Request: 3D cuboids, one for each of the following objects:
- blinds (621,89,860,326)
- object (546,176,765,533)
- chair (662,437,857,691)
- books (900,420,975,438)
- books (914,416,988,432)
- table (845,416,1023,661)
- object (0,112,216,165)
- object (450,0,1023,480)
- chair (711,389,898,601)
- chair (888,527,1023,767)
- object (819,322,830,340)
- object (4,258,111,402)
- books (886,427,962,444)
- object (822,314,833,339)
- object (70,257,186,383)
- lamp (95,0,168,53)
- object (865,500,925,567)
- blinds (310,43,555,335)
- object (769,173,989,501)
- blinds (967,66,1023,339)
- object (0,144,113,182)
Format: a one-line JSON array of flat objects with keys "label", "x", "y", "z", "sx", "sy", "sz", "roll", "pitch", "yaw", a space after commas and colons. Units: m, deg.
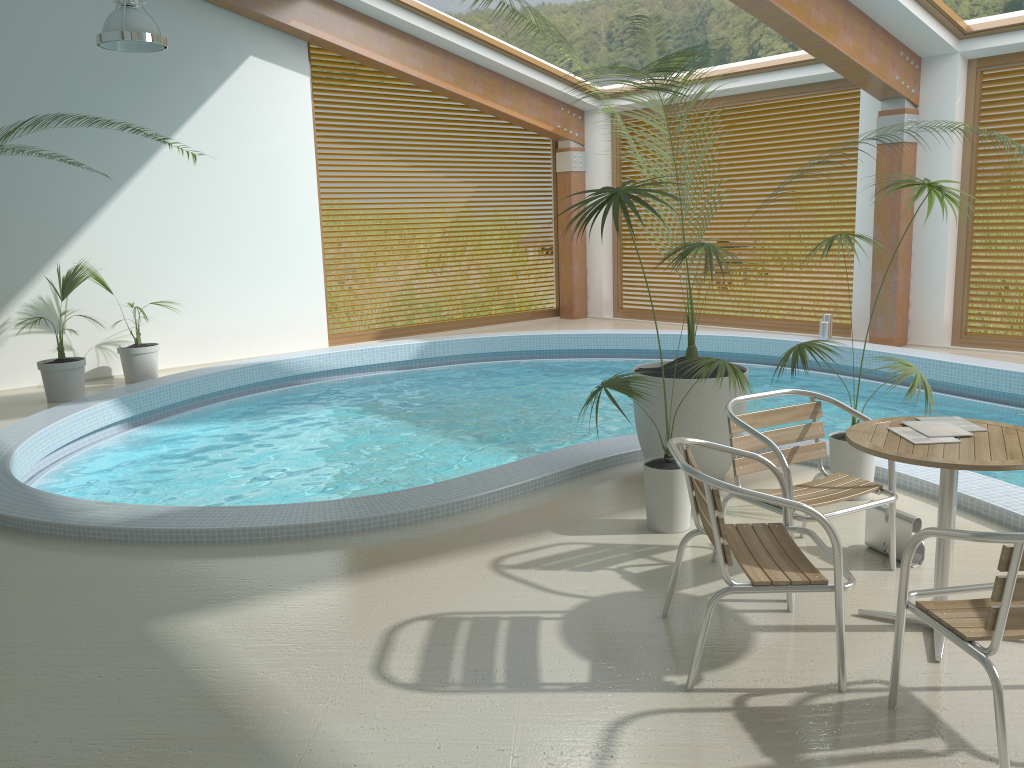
[{"label": "blinds", "x": 2.990, "y": -2.271, "z": 11.959, "sx": 0.095, "sy": 2.921, "sz": 4.200, "roll": -11, "pitch": 14, "yaw": -40}, {"label": "object", "x": 0.707, "y": -0.108, "z": 4.189, "sx": 1.059, "sy": 1.695, "sz": 0.791, "roll": -3, "pitch": 11, "yaw": -5}, {"label": "chair", "x": 0.840, "y": 0.577, "z": 3.091, "sx": 0.563, "sy": 0.727, "sz": 0.618, "roll": -2, "pitch": 11, "yaw": 2}, {"label": "books", "x": 1.553, "y": 0.163, "z": 3.245, "sx": 0.166, "sy": 0.004, "sz": 0.241, "roll": -2, "pitch": 11, "yaw": 1}, {"label": "books", "x": 1.642, "y": 0.150, "z": 3.320, "sx": 0.166, "sy": 0.004, "sz": 0.241, "roll": -2, "pitch": 11, "yaw": 1}, {"label": "table", "x": 1.563, "y": 0.545, "z": 3.196, "sx": 0.700, "sy": 0.720, "sz": 0.700, "roll": -6, "pitch": 11, "yaw": -21}, {"label": "object", "x": -3.433, "y": -0.715, "z": 4.696, "sx": 2.979, "sy": 2.960, "sz": 2.729, "roll": 1, "pitch": 11, "yaw": 15}, {"label": "object", "x": 1.145, "y": -0.894, "z": 4.849, "sx": 2.979, "sy": 2.960, "sz": 2.729, "roll": -6, "pitch": 11, "yaw": -23}, {"label": "chair", "x": 1.255, "y": 0.434, "z": 3.789, "sx": 0.618, "sy": 0.727, "sz": 0.563, "roll": -7, "pitch": 12, "yaw": -28}, {"label": "chair", "x": 1.498, "y": 0.662, "z": 2.520, "sx": 0.618, "sy": 0.727, "sz": 0.563, "roll": -3, "pitch": 11, "yaw": -8}, {"label": "object", "x": 3.528, "y": -0.607, "z": 10.010, "sx": 0.115, "sy": 0.204, "sz": 0.115, "roll": -2, "pitch": 11, "yaw": 0}, {"label": "object", "x": -4.135, "y": -0.509, "z": 8.244, "sx": 0.822, "sy": 1.310, "sz": 1.067, "roll": -2, "pitch": 11, "yaw": -1}, {"label": "books", "x": 1.473, "y": 0.182, "z": 3.178, "sx": 0.166, "sy": 0.004, "sz": 0.241, "roll": -2, "pitch": 11, "yaw": 1}, {"label": "object", "x": 3.682, "y": -0.654, "z": 10.357, "sx": 0.115, "sy": 0.320, "sz": 0.115, "roll": 0, "pitch": 11, "yaw": 8}, {"label": "object", "x": -3.846, "y": -0.668, "z": 9.048, "sx": 1.067, "sy": 1.310, "sz": 0.822, "roll": -8, "pitch": 12, "yaw": -28}, {"label": "lamp", "x": -2.928, "y": -3.538, "z": 6.594, "sx": 0.506, "sy": 1.958, "sz": 0.505, "roll": -11, "pitch": 14, "yaw": -40}, {"label": "object", "x": 1.696, "y": 0.656, "z": 3.931, "sx": 0.081, "sy": 0.223, "sz": 0.272, "roll": -6, "pitch": 11, "yaw": -20}, {"label": "blinds", "x": -1.045, "y": -2.811, "z": 12.511, "sx": 4.500, "sy": 4.025, "sz": 0.099, "roll": -11, "pitch": 14, "yaw": -40}, {"label": "object", "x": 1.898, "y": -0.239, "z": 4.685, "sx": 1.059, "sy": 1.695, "sz": 0.791, "roll": 6, "pitch": 13, "yaw": 36}, {"label": "blinds", "x": 6.277, "y": -1.678, "z": 8.194, "sx": 0.095, "sy": 2.921, "sz": 4.200, "roll": -11, "pitch": 14, "yaw": -40}, {"label": "object", "x": -4.842, "y": -1.024, "z": 6.601, "sx": 2.979, "sy": 2.960, "sz": 2.729, "roll": 4, "pitch": 12, "yaw": 29}]
